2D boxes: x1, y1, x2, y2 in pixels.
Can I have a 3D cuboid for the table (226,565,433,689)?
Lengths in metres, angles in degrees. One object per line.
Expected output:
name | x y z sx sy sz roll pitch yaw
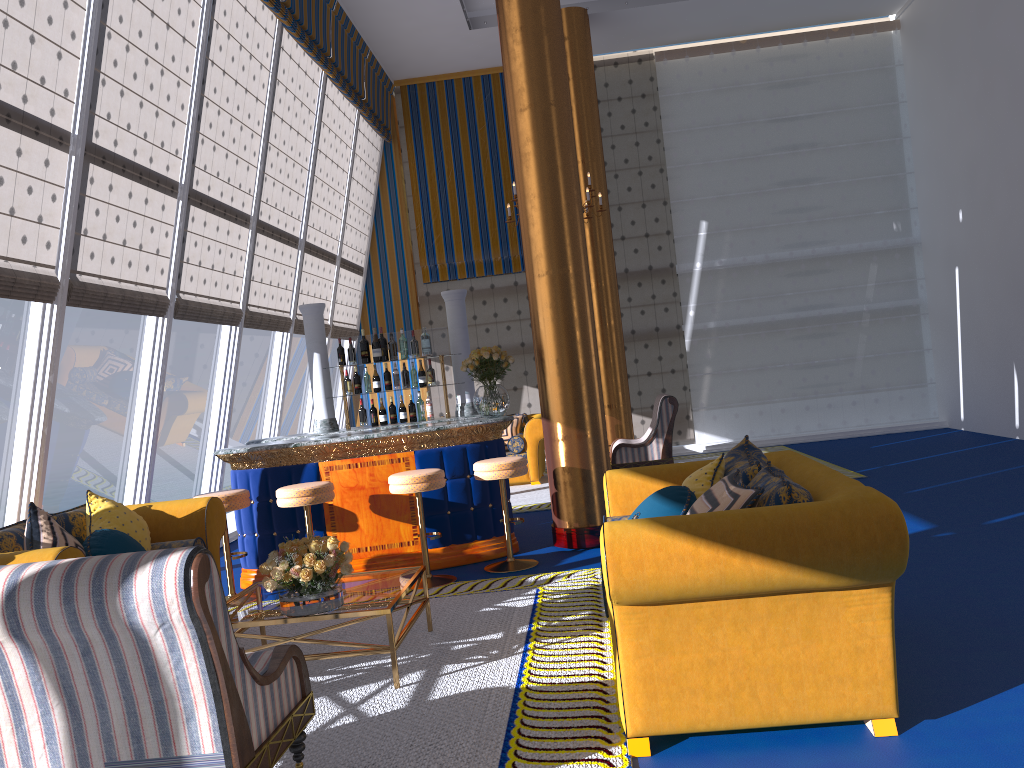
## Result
table | -0.981 1.255 4.531 0.973 0.369 0.907 -6 1 4

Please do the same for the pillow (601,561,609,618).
pillow | 0.526 0.753 3.326 0.371 0.219 0.215 -6 1 9

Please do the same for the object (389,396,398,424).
object | -1.047 0.230 7.786 0.066 0.244 0.065 -7 1 -15

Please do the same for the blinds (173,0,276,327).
blinds | -2.491 -2.280 7.929 0.873 3.395 1.366 -6 1 4

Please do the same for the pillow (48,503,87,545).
pillow | -2.443 0.955 4.998 0.246 0.546 0.611 -6 1 2

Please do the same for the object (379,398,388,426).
object | -1.136 0.243 7.788 0.069 0.244 0.068 -7 1 -15

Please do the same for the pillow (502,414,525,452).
pillow | -0.080 0.637 11.391 0.521 0.456 0.328 -6 1 3

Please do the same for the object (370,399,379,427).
object | -1.216 0.252 7.792 0.065 0.244 0.065 -6 1 8

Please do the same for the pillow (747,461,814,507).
pillow | 1.000 0.636 3.471 0.338 0.610 0.615 -6 1 10

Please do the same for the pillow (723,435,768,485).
pillow | 1.038 0.596 4.061 0.353 0.673 0.603 -6 1 12

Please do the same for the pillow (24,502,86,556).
pillow | -2.248 0.882 4.442 0.280 0.619 0.691 -6 1 2

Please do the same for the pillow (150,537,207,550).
pillow | -1.990 1.018 5.162 0.372 0.219 0.215 -6 1 4

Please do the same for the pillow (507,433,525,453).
pillow | 0.076 0.742 11.113 0.214 0.219 0.374 -6 1 9

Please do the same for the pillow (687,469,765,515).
pillow | 0.795 0.601 3.473 0.327 0.456 0.522 -6 1 4

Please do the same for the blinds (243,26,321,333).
blinds | -2.372 -2.304 9.397 0.873 3.395 1.366 -6 1 4

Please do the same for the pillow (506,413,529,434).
pillow | -0.066 0.692 11.592 0.612 0.610 0.340 -6 1 9

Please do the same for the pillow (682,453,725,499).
pillow | 0.874 0.569 4.023 0.231 0.492 0.613 -6 1 10

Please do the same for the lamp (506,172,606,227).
lamp | 0.373 -2.882 9.807 1.066 2.422 1.052 -7 1 -19

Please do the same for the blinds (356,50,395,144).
blinds | -1.898 -3.917 12.278 0.338 0.830 1.526 -6 1 5

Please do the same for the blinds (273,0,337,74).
blinds | -2.147 -3.865 9.202 0.338 0.830 1.526 -6 1 5

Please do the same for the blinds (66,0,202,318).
blinds | -2.615 -2.254 6.402 0.873 3.395 1.366 -6 1 4

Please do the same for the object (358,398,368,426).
object | -1.308 0.246 7.761 0.071 0.242 0.071 -7 1 -14

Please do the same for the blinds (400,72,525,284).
blinds | -0.157 -3.086 12.917 2.657 2.991 0.152 -6 1 4

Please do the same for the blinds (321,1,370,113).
blinds | -2.023 -3.891 10.738 0.338 0.830 1.526 -6 1 5

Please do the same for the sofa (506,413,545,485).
sofa | -0.372 0.900 11.487 1.844 0.854 1.013 -6 1 5

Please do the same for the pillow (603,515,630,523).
pillow | 0.639 0.732 4.309 0.376 0.219 0.215 -6 1 9

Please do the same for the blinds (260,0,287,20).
blinds | -2.272 -3.840 7.661 0.338 0.830 1.526 -6 1 5

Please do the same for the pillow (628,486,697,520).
pillow | 0.628 0.639 3.858 0.394 0.367 0.455 -7 1 -35

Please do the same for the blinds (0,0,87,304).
blinds | -2.736 -2.229 4.906 0.873 3.395 1.366 -6 1 4

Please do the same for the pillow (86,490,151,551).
pillow | -2.202 0.869 4.983 0.327 0.583 0.580 -6 1 24

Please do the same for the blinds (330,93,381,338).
blinds | -2.128 -2.355 12.419 0.873 3.395 1.366 -6 1 4

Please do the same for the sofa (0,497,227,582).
sofa | -2.322 1.157 4.696 1.000 0.854 1.848 -6 1 4

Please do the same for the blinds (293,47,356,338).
blinds | -2.248 -2.330 10.938 0.873 3.395 1.366 -6 1 4

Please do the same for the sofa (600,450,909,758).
sofa | 0.917 0.816 3.799 1.009 0.854 1.851 -6 1 6

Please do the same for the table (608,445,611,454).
table | 1.163 0.968 10.751 0.973 0.369 0.907 -6 1 4

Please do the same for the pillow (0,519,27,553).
pillow | -2.492 0.964 4.393 0.246 0.549 0.608 -6 1 2

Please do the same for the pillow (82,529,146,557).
pillow | -2.050 0.952 4.652 0.318 0.404 0.476 -6 1 18
